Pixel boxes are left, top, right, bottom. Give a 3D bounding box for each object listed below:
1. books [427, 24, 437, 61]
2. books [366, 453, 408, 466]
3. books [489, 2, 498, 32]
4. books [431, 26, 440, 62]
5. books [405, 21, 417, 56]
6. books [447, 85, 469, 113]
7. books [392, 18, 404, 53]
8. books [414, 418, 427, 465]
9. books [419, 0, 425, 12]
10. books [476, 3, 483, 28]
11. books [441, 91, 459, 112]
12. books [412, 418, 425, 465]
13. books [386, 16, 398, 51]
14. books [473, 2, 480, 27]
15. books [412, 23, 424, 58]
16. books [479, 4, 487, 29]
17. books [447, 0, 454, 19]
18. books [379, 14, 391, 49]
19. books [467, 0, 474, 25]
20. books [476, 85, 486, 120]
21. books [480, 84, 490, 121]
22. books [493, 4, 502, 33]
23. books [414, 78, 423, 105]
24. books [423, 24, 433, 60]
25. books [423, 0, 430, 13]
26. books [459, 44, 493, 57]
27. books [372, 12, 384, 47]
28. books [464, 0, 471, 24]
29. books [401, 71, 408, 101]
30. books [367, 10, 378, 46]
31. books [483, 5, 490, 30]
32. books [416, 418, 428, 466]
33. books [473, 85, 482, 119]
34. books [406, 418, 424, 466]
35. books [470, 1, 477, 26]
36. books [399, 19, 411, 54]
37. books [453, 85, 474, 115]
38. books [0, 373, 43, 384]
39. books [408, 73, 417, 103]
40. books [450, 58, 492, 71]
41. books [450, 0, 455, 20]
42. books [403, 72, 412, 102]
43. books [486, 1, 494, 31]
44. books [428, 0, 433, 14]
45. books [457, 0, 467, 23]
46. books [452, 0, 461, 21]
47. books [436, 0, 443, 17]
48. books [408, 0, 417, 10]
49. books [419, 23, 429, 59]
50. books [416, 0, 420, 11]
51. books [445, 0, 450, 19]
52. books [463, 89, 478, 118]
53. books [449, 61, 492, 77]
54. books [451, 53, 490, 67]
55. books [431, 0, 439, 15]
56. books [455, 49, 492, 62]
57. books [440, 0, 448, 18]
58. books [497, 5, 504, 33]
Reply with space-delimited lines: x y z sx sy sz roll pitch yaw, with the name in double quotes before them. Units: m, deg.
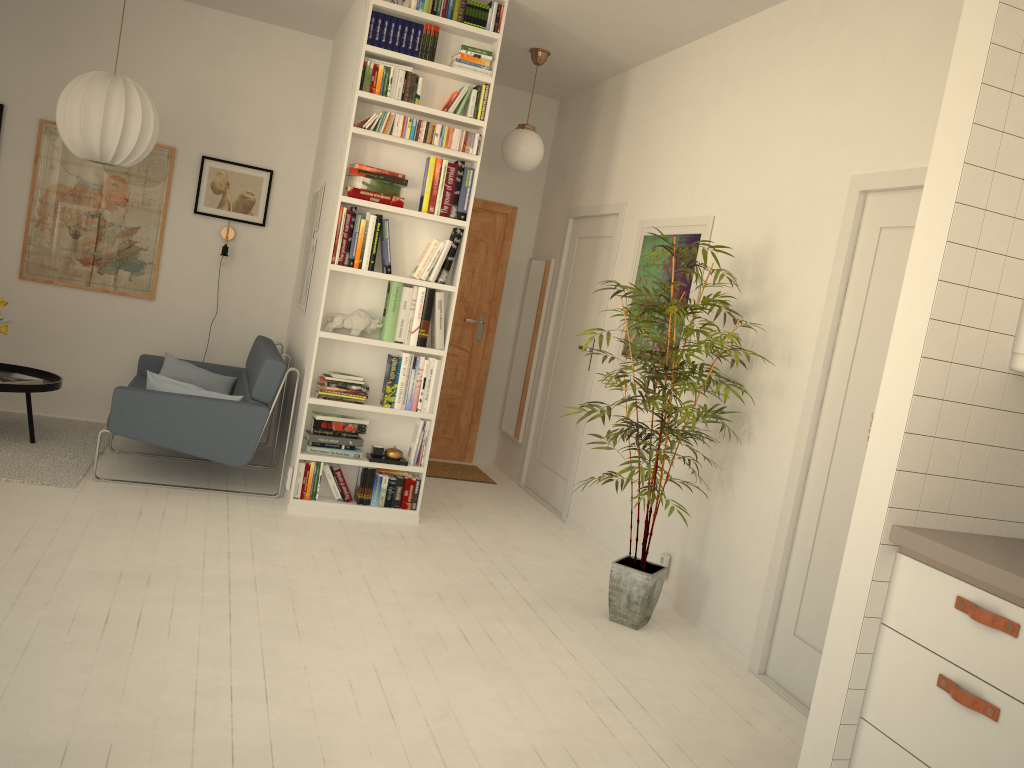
"books" -0.451 -1.796 4.733 0.020 0.191 0.205 9 5 -19
"books" -0.693 0.418 4.910 0.214 0.023 0.130 8 6 -19
"books" -0.130 -1.965 4.818 0.020 0.156 0.229 9 5 -19
"books" -0.435 -1.795 4.750 0.020 0.191 0.205 9 5 -19
"books" -0.551 -1.805 4.700 0.034 0.178 0.188 9 5 -19
"books" -0.318 -1.531 4.826 0.092 0.165 0.223 9 5 -19
"books" -0.616 -1.815 4.677 0.034 0.178 0.188 9 5 -19
"books" -0.529 0.322 4.983 0.033 0.258 0.130 9 5 -19
"books" -0.485 -2.006 4.664 0.023 0.136 0.161 9 5 -19
"books" -0.192 -1.958 4.759 0.017 0.130 0.151 9 5 -19
"books" -0.356 -1.520 4.828 0.073 0.129 0.200 9 5 -19
"books" -0.549 0.315 5.013 0.030 0.256 0.198 9 5 -19
"books" -0.649 -1.820 4.665 0.034 0.178 0.188 9 5 -19
"books" -0.208 -1.961 4.753 0.017 0.130 0.151 9 5 -19
"books" -0.518 -1.800 4.711 0.034 0.178 0.188 9 5 -19
"books" -0.175 -1.956 4.765 0.017 0.130 0.151 9 5 -19
"books" -0.350 -1.988 4.730 0.019 0.137 0.202 9 5 -19
"books" -0.682 -1.825 4.654 0.034 0.178 0.188 9 5 -19
"books" -0.241 -1.965 4.742 0.017 0.130 0.151 9 5 -19
"books" -0.196 -1.523 4.853 0.014 0.187 0.218 9 5 -19
"books" -0.176 -1.525 4.857 0.022 0.198 0.212 9 5 -19
"books" -0.110 -1.959 4.822 0.021 0.151 0.228 9 5 -19
"books" -0.515 -1.545 4.737 0.020 0.145 0.190 9 5 -19
"books" -0.472 -1.800 4.734 0.020 0.191 0.205 9 5 -19
"books" -0.476 -2.006 4.712 0.025 0.131 0.253 9 5 -19
"books" -0.208 -1.783 4.807 0.169 0.032 0.188 9 5 -14
"books" -0.714 -1.830 4.643 0.034 0.178 0.188 9 5 -19
"books" -0.258 -1.968 4.736 0.017 0.130 0.151 9 5 -19
"books" -0.587 -1.564 4.705 0.013 0.159 0.176 9 5 -19
"books" -0.747 -1.834 4.631 0.034 0.178 0.188 9 5 -19
"books" -0.159 -1.953 4.770 0.017 0.130 0.151 9 5 -19
"books" -0.520 0.319 5.015 0.008 0.256 0.185 9 5 -19
"books" -0.217 -1.527 4.860 0.022 0.186 0.186 9 5 -19
"books" -0.557 0.314 5.008 0.034 0.257 0.209 9 5 -19
"books" -0.225 -1.963 4.747 0.017 0.130 0.151 9 5 -19
"books" -0.583 -1.810 4.688 0.034 0.178 0.188 9 5 -19
"books" -0.282 -1.527 4.824 0.065 0.168 0.229 9 5 -19
"books" -2.846 -0.024 5.022 0.200 0.031 0.289 12 5 15
"books" -0.544 -1.553 4.706 0.023 0.153 0.177 9 5 -19
"books" -0.235 -1.714 4.815 0.200 0.018 0.209 8 6 -19
"books" -0.338 -1.994 4.740 0.009 0.151 0.209 9 5 -19
"books" -0.576 -1.562 4.729 0.024 0.155 0.207 9 5 -19
"books" -0.138 -1.961 4.775 0.019 0.157 0.150 9 5 -19
"books" -0.451 -2.006 4.706 0.018 0.141 0.207 9 5 -19
"books" -0.288 -1.987 4.753 0.032 0.152 0.200 9 5 -19
"books" -0.323 -1.994 4.758 0.032 0.154 0.212 9 5 -19
"books" -0.404 -2.002 4.719 0.024 0.148 0.188 9 5 -19
"books" -0.522 -2.018 4.659 0.026 0.149 0.155 9 5 -19
"books" -0.492 -1.803 4.731 0.020 0.191 0.205 9 5 -19
"books" -0.509 -2.017 4.681 0.013 0.146 0.209 9 5 -19
"books" -0.366 -2.001 4.734 0.012 0.157 0.220 9 5 -19
"books" -0.241 -1.511 4.836 0.030 0.153 0.200 9 5 -19
"books" -0.242 -1.687 4.818 0.214 0.038 0.223 8 6 -19
"books" -0.242 -1.740 4.808 0.173 0.030 0.199 7 6 -29
"books" -0.424 -2.002 4.695 0.028 0.147 0.192 9 5 -19
"books" -0.215 -1.758 4.790 0.179 0.016 0.209 9 5 -14
"books" -0.384 -2.004 4.733 0.024 0.156 0.228 9 5 -19
"books" -0.100 -1.961 4.847 0.014 0.154 0.260 9 5 -19
